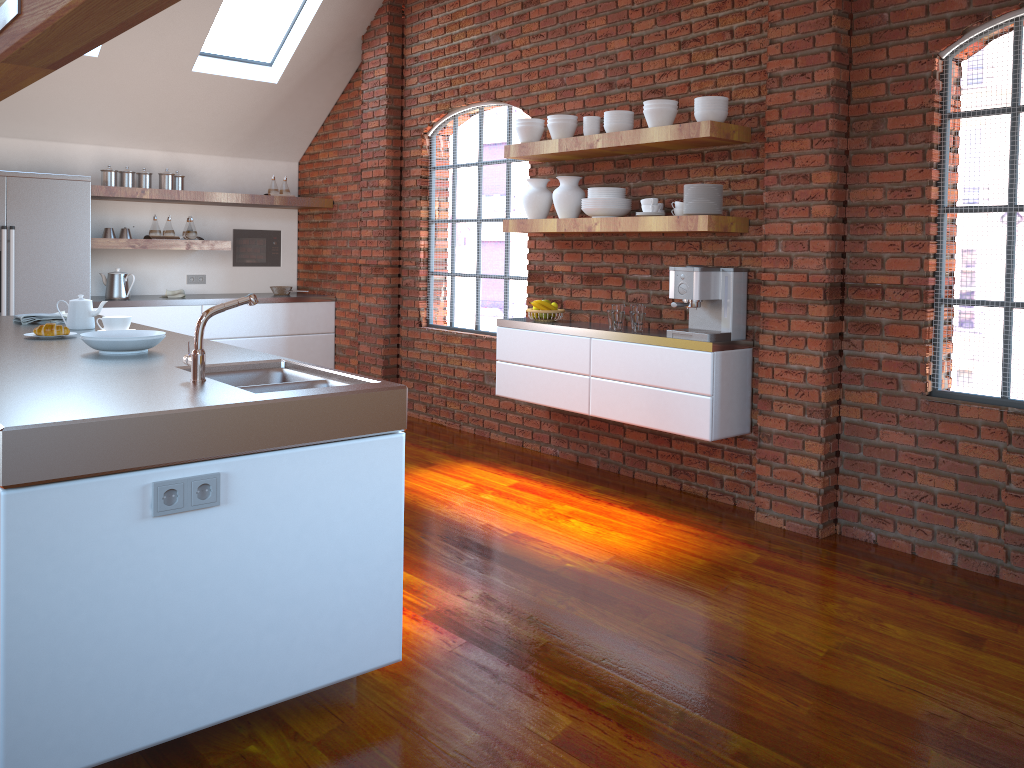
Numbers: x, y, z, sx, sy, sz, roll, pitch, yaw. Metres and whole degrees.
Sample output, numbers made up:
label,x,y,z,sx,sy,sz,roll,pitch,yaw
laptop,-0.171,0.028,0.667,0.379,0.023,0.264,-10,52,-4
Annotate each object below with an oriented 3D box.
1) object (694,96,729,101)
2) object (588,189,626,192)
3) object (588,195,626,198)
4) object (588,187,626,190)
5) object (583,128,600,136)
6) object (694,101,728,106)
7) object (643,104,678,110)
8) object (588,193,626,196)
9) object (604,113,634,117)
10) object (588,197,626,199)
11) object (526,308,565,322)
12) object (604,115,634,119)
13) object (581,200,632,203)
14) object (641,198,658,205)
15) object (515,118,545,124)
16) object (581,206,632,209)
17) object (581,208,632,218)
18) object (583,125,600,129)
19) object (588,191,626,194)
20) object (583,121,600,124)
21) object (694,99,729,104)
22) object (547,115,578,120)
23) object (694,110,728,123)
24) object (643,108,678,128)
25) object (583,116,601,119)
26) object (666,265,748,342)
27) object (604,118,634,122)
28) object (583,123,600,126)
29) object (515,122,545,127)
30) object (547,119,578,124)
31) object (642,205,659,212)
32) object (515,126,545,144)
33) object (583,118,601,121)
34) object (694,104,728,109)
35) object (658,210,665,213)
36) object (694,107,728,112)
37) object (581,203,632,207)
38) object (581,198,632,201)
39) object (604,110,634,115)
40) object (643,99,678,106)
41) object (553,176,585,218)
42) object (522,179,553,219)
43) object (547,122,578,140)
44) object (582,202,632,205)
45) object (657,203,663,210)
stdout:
label,x,y,z,sx,sy,sz,roll,pitch,yaw
object,0.990,-1.386,4.372,0.165,0.060,0.167,1,8,-1
object,0.530,-1.055,4.925,0.215,0.055,0.215,8,11,40
object,0.530,-1.024,4.926,0.215,0.055,0.215,8,11,40
object,0.530,-1.065,4.925,0.215,0.055,0.215,8,11,40
object,0.456,-1.428,5.041,0.099,0.061,0.100,1,7,-1
object,0.990,-1.360,4.372,0.165,0.060,0.167,1,8,-1
object,0.775,-1.396,4.595,0.180,0.103,0.182,3,7,19
object,0.530,-1.036,4.926,0.215,0.055,0.215,8,11,40
object,0.590,-1.454,4.859,0.166,0.060,0.166,8,11,43
object,0.529,-1.014,4.926,0.215,0.055,0.215,8,11,40
object,0.204,-0.418,5.352,0.235,0.071,0.238,2,8,7
object,0.590,-1.442,4.859,0.166,0.060,0.166,8,11,43
object,0.529,-0.995,4.927,0.283,0.055,0.283,6,10,32
object,0.722,-0.950,4.638,0.092,0.058,0.100,5,8,33
object,0.108,-1.541,5.318,0.180,0.103,0.183,0,7,-5
object,0.528,-0.964,4.928,0.283,0.055,0.283,6,10,32
object,0.528,-0.953,4.928,0.283,0.055,0.283,6,10,32
object,0.456,-1.444,5.041,0.099,0.061,0.100,1,7,-1
object,0.530,-1.046,4.925,0.215,0.055,0.215,8,11,40
object,0.457,-1.471,5.040,0.099,0.061,0.100,1,7,-1
object,0.990,-1.372,4.372,0.165,0.060,0.167,1,8,-1
object,0.295,-1.513,5.155,0.180,0.103,0.183,0,7,-5
object,0.989,-1.317,4.373,0.165,0.060,0.167,1,8,-1
object,0.774,-1.375,4.596,0.180,0.103,0.182,3,7,19
object,0.457,-1.496,5.039,0.099,0.061,0.100,1,7,-1
object,0.966,-0.415,4.431,0.380,0.368,0.272,-3,6,-41
object,0.590,-1.429,4.859,0.166,0.060,0.166,8,11,43
object,0.457,-1.458,5.040,0.099,0.061,0.100,1,7,-1
object,0.108,-1.518,5.318,0.180,0.103,0.183,0,7,-5
object,0.295,-1.490,5.156,0.180,0.103,0.183,0,7,-5
object,0.727,-0.917,4.636,0.092,0.046,0.099,8,10,43
object,0.108,-1.497,5.319,0.180,0.103,0.183,0,7,-5
object,0.457,-1.483,5.040,0.099,0.061,0.100,1,7,-1
object,0.989,-1.347,4.373,0.165,0.060,0.167,1,8,-1
object,0.786,-0.926,4.813,0.092,0.046,0.099,5,8,29
object,0.989,-1.334,4.373,0.165,0.060,0.167,1,8,-1
object,0.529,-0.975,4.927,0.283,0.055,0.283,6,10,32
object,0.529,-1.005,4.927,0.283,0.055,0.283,6,10,32
object,0.590,-1.467,4.858,0.166,0.060,0.166,8,11,43
object,0.775,-1.419,4.594,0.180,0.103,0.182,3,7,19
object,0.334,-1.090,5.172,0.192,0.248,0.193,3,4,21
object,0.156,-1.125,5.381,0.192,0.248,0.194,1,4,-1
object,0.294,-1.469,5.156,0.180,0.103,0.183,0,7,-5
object,0.529,-0.986,4.927,0.283,0.055,0.283,6,10,32
object,0.781,-0.959,4.813,0.092,0.058,0.101,3,7,18
